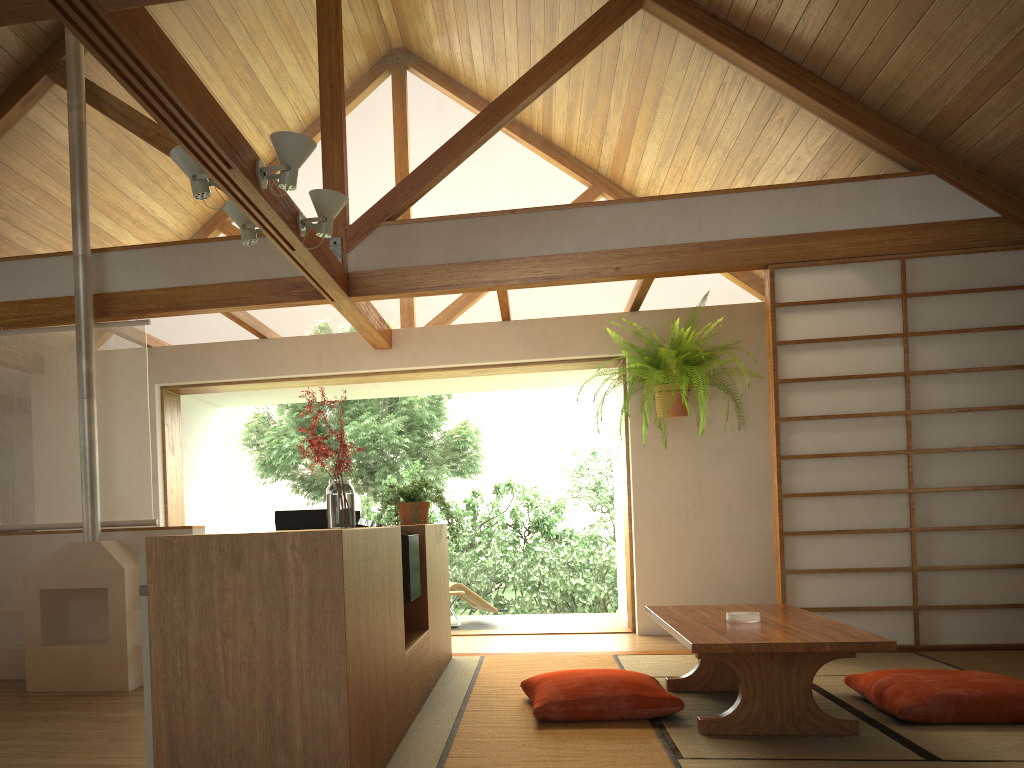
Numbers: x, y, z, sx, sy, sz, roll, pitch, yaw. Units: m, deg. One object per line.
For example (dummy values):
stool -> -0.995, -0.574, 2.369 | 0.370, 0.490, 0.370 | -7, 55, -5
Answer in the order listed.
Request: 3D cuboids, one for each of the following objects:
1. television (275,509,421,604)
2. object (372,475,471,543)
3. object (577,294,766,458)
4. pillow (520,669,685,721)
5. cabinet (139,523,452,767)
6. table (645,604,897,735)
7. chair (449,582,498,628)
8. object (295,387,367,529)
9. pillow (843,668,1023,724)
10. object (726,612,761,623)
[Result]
television -> -0.635, 0.778, 3.556 | 0.499, 0.536, 0.636 | -3, -5, 4
object -> -0.554, 0.663, 4.567 | 0.540, 0.374, 0.531 | 2, -7, -34
object -> 1.113, -0.032, 5.860 | 1.281, 1.123, 1.061 | -2, -4, -1
pillow -> 0.332, 1.198, 3.425 | 0.559, 0.147, 0.566 | -2, -8, -1
cabinet -> -0.660, 0.954, 3.561 | 0.564, 0.731, 2.639 | -2, -8, 2
table -> 0.894, 1.062, 3.310 | 0.611, 0.334, 1.197 | -2, -8, 3
chair -> -0.779, 1.665, 7.148 | 1.190, 0.625, 0.840 | 0, -6, -18
object -> -0.634, 0.244, 2.968 | 0.245, 0.498, 0.219 | -3, -2, 12
pillow -> 1.593, 1.127, 3.206 | 0.566, 0.131, 0.559 | -3, -8, 4
object -> 0.870, 0.877, 3.292 | 0.114, 0.030, 0.126 | 1, -9, -21
